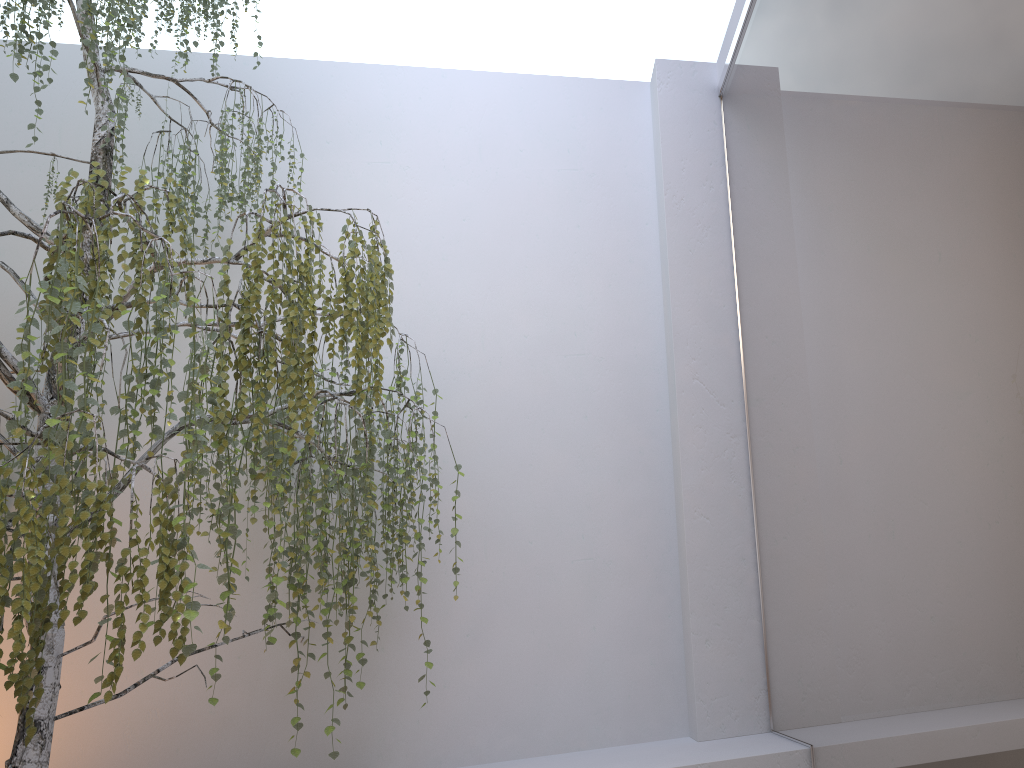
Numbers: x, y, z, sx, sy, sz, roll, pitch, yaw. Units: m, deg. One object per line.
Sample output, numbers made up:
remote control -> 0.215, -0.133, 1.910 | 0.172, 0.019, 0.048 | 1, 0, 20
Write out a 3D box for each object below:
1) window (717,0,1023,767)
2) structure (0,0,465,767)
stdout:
window -> 0.970, -0.158, 2.395 | 0.052, 3.196, 2.788 | -3, -14, 1
structure -> -1.392, -0.265, 2.415 | 2.588, 3.920, 1.686 | 0, -13, -13
